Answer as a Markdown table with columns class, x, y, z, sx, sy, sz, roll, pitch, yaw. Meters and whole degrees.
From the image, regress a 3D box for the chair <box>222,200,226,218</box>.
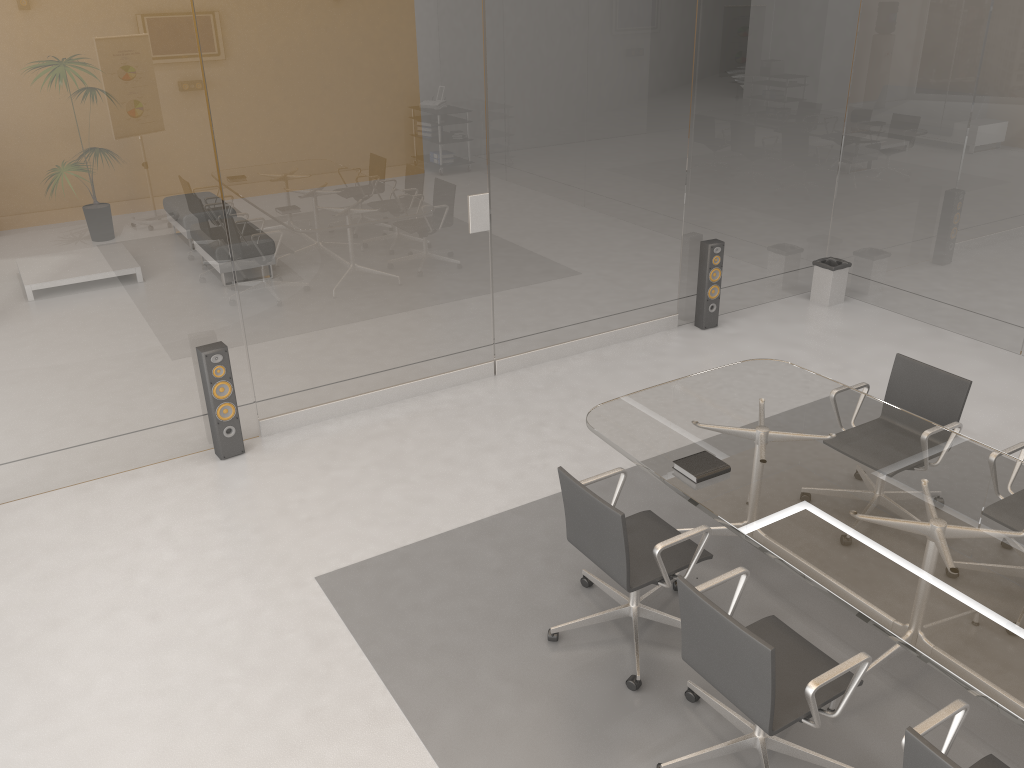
| class | x | y | z | sx | sy | sz | roll | pitch | yaw |
| --- | --- | --- | --- | --- | --- | --- | --- | --- | --- |
| chair | -3.446 | -1.815 | 9.812 | 0.575 | 0.423 | 1.012 | -15 | 28 | -28 |

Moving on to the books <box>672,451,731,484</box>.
| class | x | y | z | sx | sy | sz | roll | pitch | yaw |
| --- | --- | --- | --- | --- | --- | --- | --- | --- | --- |
| books | 0.794 | 0.348 | 3.723 | 0.183 | 0.032 | 0.164 | -14 | 28 | -26 |

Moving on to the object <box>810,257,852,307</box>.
| class | x | y | z | sx | sy | sz | roll | pitch | yaw |
| --- | --- | --- | --- | --- | --- | --- | --- | --- | --- |
| object | 2.719 | -0.877 | 7.596 | 0.233 | 0.363 | 0.233 | -15 | 28 | -27 |

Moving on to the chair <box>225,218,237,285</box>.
| class | x | y | z | sx | sy | sz | roll | pitch | yaw |
| --- | --- | --- | --- | --- | --- | --- | --- | --- | --- |
| chair | -2.737 | -1.314 | 8.704 | 0.575 | 0.423 | 1.012 | -15 | 28 | -28 |

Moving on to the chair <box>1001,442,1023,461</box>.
| class | x | y | z | sx | sy | sz | roll | pitch | yaw |
| --- | --- | --- | --- | --- | --- | --- | --- | --- | --- |
| chair | 2.366 | 0.621 | 3.870 | 0.731 | 0.805 | 0.710 | 20 | 32 | 38 |

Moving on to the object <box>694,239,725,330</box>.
| class | x | y | z | sx | sy | sz | roll | pitch | yaw |
| --- | --- | --- | --- | --- | --- | --- | --- | --- | --- |
| object | 1.572 | -0.786 | 7.046 | 0.152 | 0.706 | 0.124 | -13 | 27 | -23 |

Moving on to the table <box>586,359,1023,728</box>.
| class | x | y | z | sx | sy | sz | roll | pitch | yaw |
| --- | --- | --- | --- | --- | --- | --- | --- | --- | --- |
| table | 1.629 | 0.841 | 3.520 | 1.372 | 0.721 | 3.054 | -15 | 28 | -28 |

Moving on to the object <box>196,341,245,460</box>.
| class | x | y | z | sx | sy | sz | roll | pitch | yaw |
| --- | --- | --- | --- | --- | --- | --- | --- | --- | --- |
| object | -1.726 | 0.107 | 5.272 | 0.152 | 0.706 | 0.124 | -18 | 30 | -32 |

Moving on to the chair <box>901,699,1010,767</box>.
| class | x | y | z | sx | sy | sz | roll | pitch | yaw |
| --- | --- | --- | --- | --- | --- | --- | --- | --- | --- |
| chair | 1.410 | 1.277 | 2.504 | 0.731 | 0.805 | 0.710 | 20 | 32 | 37 |

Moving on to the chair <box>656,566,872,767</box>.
| class | x | y | z | sx | sy | sz | roll | pitch | yaw |
| --- | --- | --- | --- | --- | --- | --- | --- | --- | --- |
| chair | 0.915 | 1.005 | 3.109 | 0.731 | 0.805 | 0.710 | 20 | 32 | 37 |

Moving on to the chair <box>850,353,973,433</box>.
| class | x | y | z | sx | sy | sz | roll | pitch | yaw |
| --- | --- | --- | --- | --- | --- | --- | --- | --- | --- |
| chair | 1.878 | 0.348 | 4.478 | 0.731 | 0.805 | 0.710 | 20 | 32 | 38 |

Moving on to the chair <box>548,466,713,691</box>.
| class | x | y | z | sx | sy | sz | roll | pitch | yaw |
| --- | --- | --- | --- | --- | --- | --- | --- | --- | --- |
| chair | 0.552 | 0.703 | 3.773 | 0.731 | 0.805 | 0.710 | 20 | 32 | 37 |
